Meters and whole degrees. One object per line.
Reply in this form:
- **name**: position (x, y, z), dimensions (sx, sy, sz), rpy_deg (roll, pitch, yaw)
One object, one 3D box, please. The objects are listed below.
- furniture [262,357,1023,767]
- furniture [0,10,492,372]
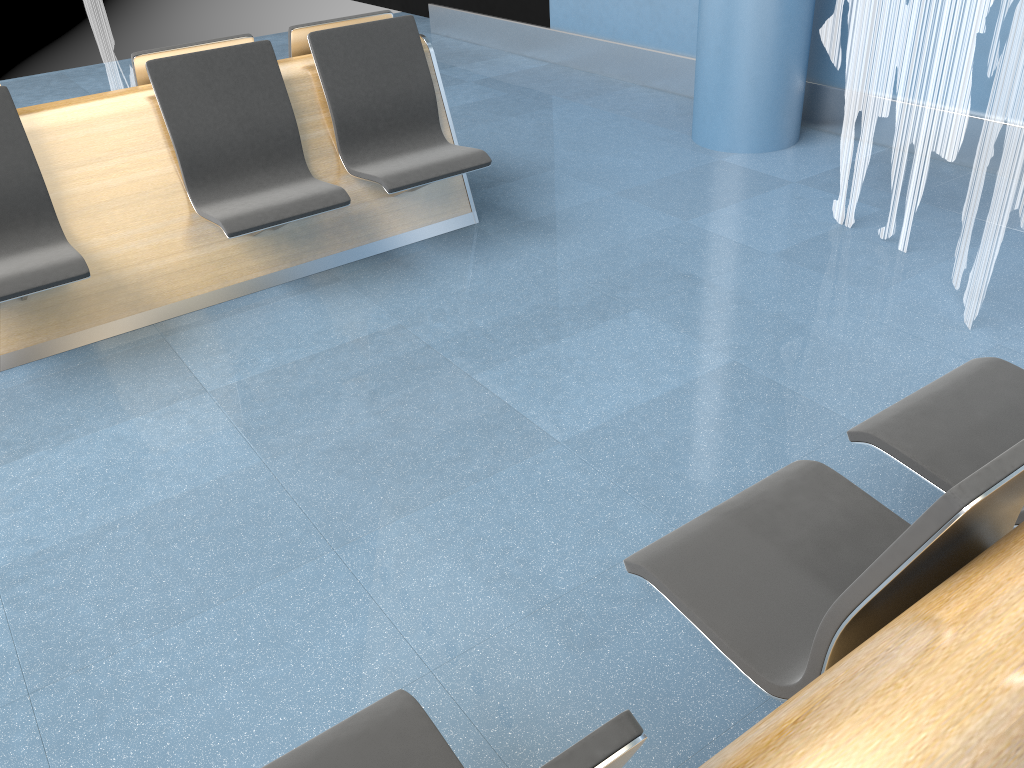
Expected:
- **furniture**: position (0.647, 0.509, 1.206), dimensions (2.281, 0.896, 1.301), rpy_deg (-23, 37, -28)
- **furniture**: position (-1.319, -0.889, 3.630), dimensions (2.281, 0.896, 1.301), rpy_deg (-23, 37, -28)
